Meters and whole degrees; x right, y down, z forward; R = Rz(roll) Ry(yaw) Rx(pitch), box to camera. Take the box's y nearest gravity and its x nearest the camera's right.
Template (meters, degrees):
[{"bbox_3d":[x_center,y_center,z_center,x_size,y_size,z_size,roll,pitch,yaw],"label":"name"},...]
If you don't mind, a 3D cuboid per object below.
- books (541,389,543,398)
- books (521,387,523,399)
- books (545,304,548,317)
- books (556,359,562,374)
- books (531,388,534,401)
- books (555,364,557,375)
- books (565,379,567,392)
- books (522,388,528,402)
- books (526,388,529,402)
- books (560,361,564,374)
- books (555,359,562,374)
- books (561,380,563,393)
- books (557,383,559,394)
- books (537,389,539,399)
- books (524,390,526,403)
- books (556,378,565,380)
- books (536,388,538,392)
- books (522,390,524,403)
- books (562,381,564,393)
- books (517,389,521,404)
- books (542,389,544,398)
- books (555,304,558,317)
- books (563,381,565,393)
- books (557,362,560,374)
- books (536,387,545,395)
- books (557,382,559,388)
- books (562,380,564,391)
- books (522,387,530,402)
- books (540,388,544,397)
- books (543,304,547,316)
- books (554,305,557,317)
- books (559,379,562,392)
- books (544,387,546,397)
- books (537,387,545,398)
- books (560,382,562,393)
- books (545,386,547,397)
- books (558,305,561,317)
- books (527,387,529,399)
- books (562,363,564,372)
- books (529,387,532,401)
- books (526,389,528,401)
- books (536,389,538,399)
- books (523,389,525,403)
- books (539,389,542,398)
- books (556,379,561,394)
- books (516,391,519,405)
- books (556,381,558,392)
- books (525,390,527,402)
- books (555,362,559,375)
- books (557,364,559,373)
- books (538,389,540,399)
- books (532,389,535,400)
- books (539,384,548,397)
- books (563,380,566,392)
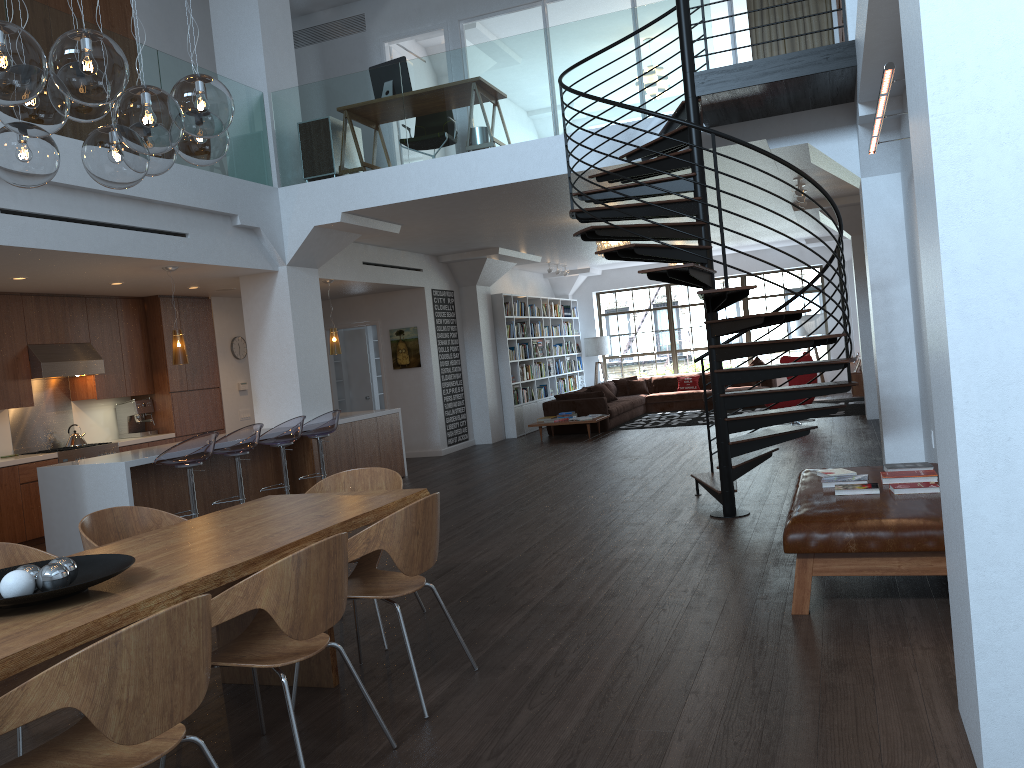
[{"bbox_3d":[0.502,0.182,16.325,0.107,0.167,0.017,-5,2,20],"label":"books"},{"bbox_3d":[0.083,0.199,15.285,0.198,0.284,0.049,-5,2,20],"label":"books"},{"bbox_3d":[0.596,-1.399,17.007,0.160,0.251,0.039,-5,2,20],"label":"books"},{"bbox_3d":[0.881,-0.337,17.521,0.176,0.293,0.125,-5,2,20],"label":"books"},{"bbox_3d":[0.287,0.187,15.803,0.174,0.236,0.142,-5,2,20],"label":"books"},{"bbox_3d":[0.767,-0.297,17.186,0.182,0.255,0.077,-5,2,20],"label":"books"},{"bbox_3d":[0.997,0.040,17.737,0.180,0.259,0.060,-5,2,20],"label":"books"},{"bbox_3d":[0.170,0.198,15.495,0.183,0.253,0.042,-5,2,20],"label":"books"},{"bbox_3d":[0.199,0.198,15.563,0.171,0.246,0.039,-5,2,20],"label":"books"},{"bbox_3d":[0.919,-0.319,17.602,0.174,0.242,0.105,-5,2,20],"label":"books"},{"bbox_3d":[0.855,-0.332,17.464,0.197,0.290,0.136,-5,2,20],"label":"books"},{"bbox_3d":[0.904,0.061,17.476,0.183,0.253,0.034,-5,2,20],"label":"books"},{"bbox_3d":[0.803,0.086,17.223,0.174,0.240,0.045,-5,2,20],"label":"books"},{"bbox_3d":[0.422,0.191,16.142,0.128,0.178,0.022,-5,2,20],"label":"books"},{"bbox_3d":[0.154,0.218,15.430,0.161,0.223,0.033,-5,2,20],"label":"books"},{"bbox_3d":[0.977,0.028,17.692,0.176,0.290,0.036,-5,2,20],"label":"books"},{"bbox_3d":[0.408,0.182,16.124,0.127,0.200,0.020,-5,2,20],"label":"books"},{"bbox_3d":[0.127,0.224,15.347,0.161,0.223,0.032,-5,2,20],"label":"books"},{"bbox_3d":[0.919,0.059,17.506,0.183,0.253,0.034,-5,2,20],"label":"books"},{"bbox_3d":[0.048,0.223,15.159,0.180,0.251,0.048,-5,2,20],"label":"books"},{"bbox_3d":[0.510,0.177,16.375,0.126,0.173,0.032,-5,2,20],"label":"books"},{"bbox_3d":[0.809,-1.441,17.591,0.183,0.253,0.034,-5,2,20],"label":"books"},{"bbox_3d":[0.953,0.058,17.624,0.174,0.240,0.045,-5,2,20],"label":"books"},{"bbox_3d":[0.837,-0.308,17.361,0.182,0.253,0.098,-5,2,20],"label":"books"},{"bbox_3d":[0.531,0.157,16.460,0.146,0.202,0.027,-5,2,20],"label":"books"},{"bbox_3d":[0.826,0.086,17.286,0.168,0.231,0.037,-5,2,20],"label":"books"},{"bbox_3d":[0.932,0.060,17.549,0.171,0.246,0.057,-5,2,20],"label":"books"},{"bbox_3d":[0.221,0.187,15.639,0.180,0.259,0.042,-5,2,20],"label":"books"},{"bbox_3d":[0.519,0.172,16.400,0.128,0.178,0.021,-5,2,20],"label":"books"},{"bbox_3d":[0.570,-1.395,16.946,0.160,0.251,0.031,-5,2,20],"label":"books"},{"bbox_3d":[0.783,-1.433,17.513,0.171,0.246,0.057,-5,2,20],"label":"books"},{"bbox_3d":[0.886,0.046,17.435,0.176,0.290,0.053,-5,2,20],"label":"books"},{"bbox_3d":[0.549,0.155,16.482,0.146,0.202,0.027,-5,2,20],"label":"books"},{"bbox_3d":[0.526,0.164,16.428,0.139,0.191,0.036,-5,2,20],"label":"books"},{"bbox_3d":[0.884,0.081,17.396,0.161,0.223,0.026,-5,2,20],"label":"books"},{"bbox_3d":[0.573,0.150,16.561,0.146,0.202,0.027,-5,2,20],"label":"books"},{"bbox_3d":[0.871,-1.453,17.749,0.183,0.253,0.034,-5,2,20],"label":"books"},{"bbox_3d":[0.210,0.193,15.601,0.160,0.251,0.039,-5,2,20],"label":"books"},{"bbox_3d":[0.933,-0.326,17.653,0.170,0.251,0.118,-5,2,20],"label":"books"},{"bbox_3d":[0.256,0.183,15.718,0.183,0.253,0.042,-5,2,20],"label":"books"},{"bbox_3d":[0.186,0.212,15.530,0.161,0.223,0.033,-5,2,20],"label":"books"},{"bbox_3d":[0.386,0.190,16.053,0.139,0.191,0.036,-5,2,20],"label":"books"},{"bbox_3d":[0.132,0.217,15.391,0.176,0.231,0.053,-5,2,20],"label":"books"},{"bbox_3d":[0.478,0.187,16.279,0.120,0.167,0.020,-5,2,20],"label":"books"},{"bbox_3d":[0.841,0.056,17.334,0.198,0.284,0.066,-5,2,20],"label":"books"},{"bbox_3d":[0.022,0.244,15.043,0.161,0.223,0.032,-5,2,20],"label":"books"},{"bbox_3d":[0.789,0.082,17.186,0.183,0.253,0.034,-5,2,20],"label":"books"},{"bbox_3d":[0.170,0.224,15.458,0.161,0.223,0.030,-5,2,20],"label":"books"},{"bbox_3d":[0.804,-0.298,17.282,0.174,0.243,0.085,-5,2,20],"label":"books"},{"bbox_3d":[0.811,-0.305,17.321,0.182,0.255,0.077,-5,2,20],"label":"books"},{"bbox_3d":[0.430,0.185,16.189,0.134,0.184,0.030,-5,2,20],"label":"books"},{"bbox_3d":[0.315,0.197,15.854,0.161,0.207,0.135,-5,2,20],"label":"books"},{"bbox_3d":[0.597,0.130,16.641,0.140,0.231,0.042,-5,2,20],"label":"books"},{"bbox_3d":[0.976,0.048,17.656,0.183,0.253,0.034,-5,2,20],"label":"books"}]
